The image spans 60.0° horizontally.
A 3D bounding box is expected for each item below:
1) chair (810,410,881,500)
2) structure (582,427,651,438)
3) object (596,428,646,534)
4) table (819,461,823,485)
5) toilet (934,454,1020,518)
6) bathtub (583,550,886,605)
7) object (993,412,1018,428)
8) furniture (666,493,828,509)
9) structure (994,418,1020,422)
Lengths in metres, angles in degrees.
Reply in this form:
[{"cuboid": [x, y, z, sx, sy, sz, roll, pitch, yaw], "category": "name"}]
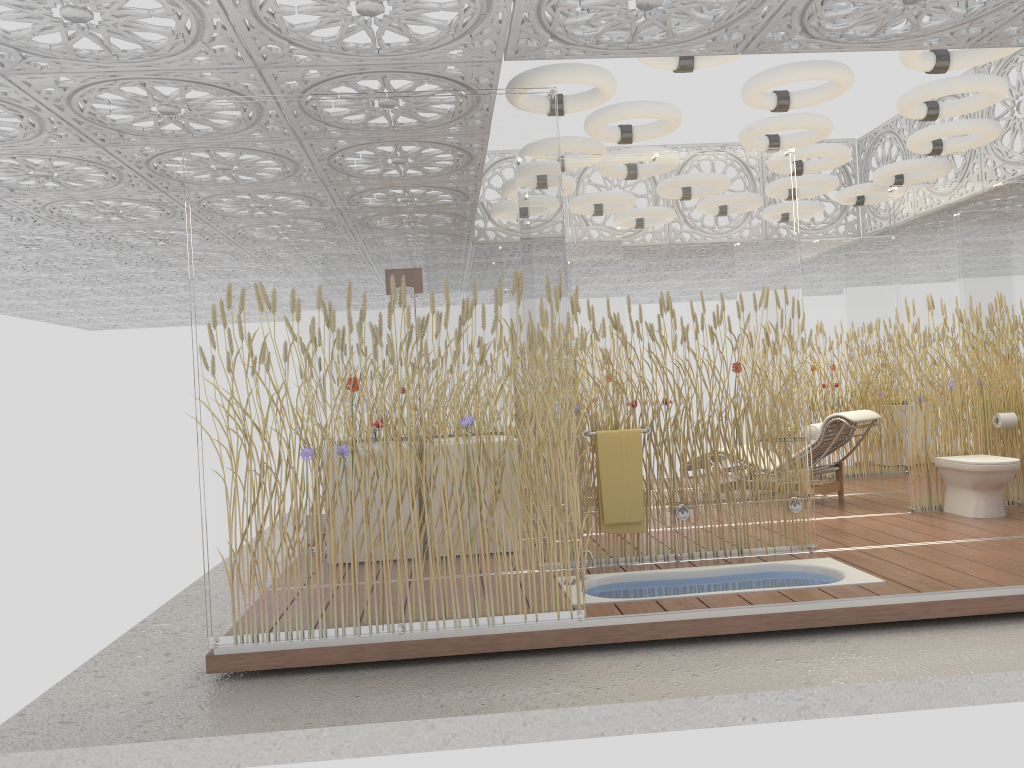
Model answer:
[{"cuboid": [2.422, 0.671, 8.138, 0.635, 0.811, 1.787, -3, -1, -44], "category": "chair"}, {"cuboid": [0.661, 0.303, 5.555, 0.442, 0.047, 0.078, -3, -1, -4], "category": "structure"}, {"cuboid": [0.682, 0.610, 5.526, 0.283, 0.656, 0.042, -3, -1, -4], "category": "object"}, {"cuboid": [2.661, 0.786, 8.507, 0.420, 0.535, 0.420, -3, -1, -34], "category": "table"}, {"cuboid": [3.584, 0.785, 6.747, 0.401, 0.437, 0.611, -3, -1, -4], "category": "toilet"}, {"cuboid": [1.145, 1.226, 5.053, 1.700, 0.582, 0.700, -3, -1, -4], "category": "bathtub"}, {"cuboid": [3.903, 0.286, 7.021, 0.131, 0.115, 0.115, -3, -1, -4], "category": "object"}, {"cuboid": [1.450, 0.723, 5.492, 0.977, 0.014, 0.178, -3, -1, -4], "category": "furniture"}, {"cuboid": [3.921, 0.286, 7.051, 0.215, 0.047, 0.080, -3, -1, -4], "category": "structure"}]
